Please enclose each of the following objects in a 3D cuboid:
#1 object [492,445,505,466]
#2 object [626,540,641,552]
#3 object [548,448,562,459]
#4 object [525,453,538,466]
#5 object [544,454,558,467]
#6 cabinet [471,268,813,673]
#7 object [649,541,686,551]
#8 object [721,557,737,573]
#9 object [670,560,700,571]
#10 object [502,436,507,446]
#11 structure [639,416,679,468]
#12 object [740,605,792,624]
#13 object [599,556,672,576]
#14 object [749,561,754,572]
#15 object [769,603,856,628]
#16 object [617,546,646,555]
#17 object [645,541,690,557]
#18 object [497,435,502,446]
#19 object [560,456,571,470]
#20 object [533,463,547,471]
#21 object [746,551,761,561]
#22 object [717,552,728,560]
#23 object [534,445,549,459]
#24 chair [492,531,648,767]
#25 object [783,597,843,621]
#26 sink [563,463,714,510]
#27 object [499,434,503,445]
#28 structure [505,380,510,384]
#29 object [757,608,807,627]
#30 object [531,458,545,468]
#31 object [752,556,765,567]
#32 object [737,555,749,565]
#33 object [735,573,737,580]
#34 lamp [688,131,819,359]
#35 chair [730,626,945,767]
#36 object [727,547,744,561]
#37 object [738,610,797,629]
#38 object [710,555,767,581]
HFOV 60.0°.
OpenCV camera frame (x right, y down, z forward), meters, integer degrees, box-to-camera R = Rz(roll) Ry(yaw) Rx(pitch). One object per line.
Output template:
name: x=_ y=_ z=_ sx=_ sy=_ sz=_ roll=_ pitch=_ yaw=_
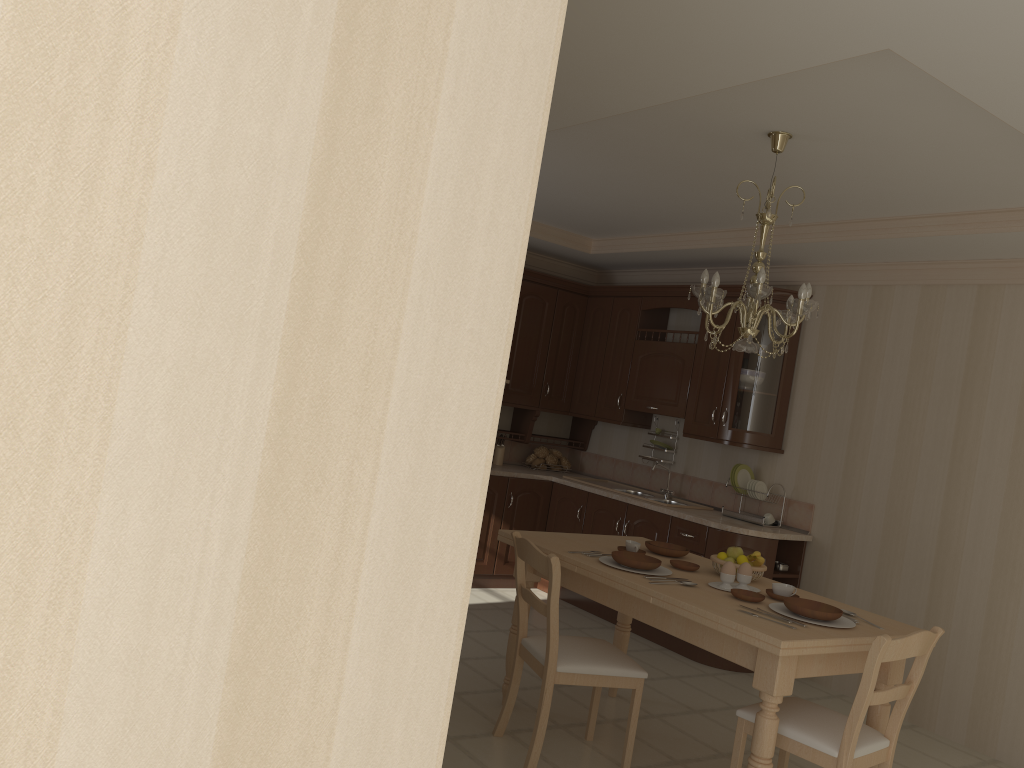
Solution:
object: x=-0.098 y=0.541 z=6.781 sx=0.078 sy=0.148 sz=0.151 roll=9 pitch=-1 yaw=2
object: x=0.527 y=0.721 z=3.876 sx=0.063 sy=0.055 sz=0.119 roll=9 pitch=-1 yaw=-6
object: x=0.334 y=0.553 z=7.034 sx=0.112 sy=0.078 sz=0.125 roll=10 pitch=-1 yaw=-41
object: x=0.155 y=0.593 z=6.947 sx=0.092 sy=0.109 sz=0.123 roll=9 pitch=-1 yaw=22
object: x=0.307 y=0.597 z=6.941 sx=0.110 sy=0.102 sz=0.115 roll=9 pitch=-1 yaw=-6
cabinet: x=-0.118 y=0.275 z=5.438 sx=3.226 sy=2.313 sz=2.436 roll=10 pitch=-1 yaw=-35
object: x=0.710 y=0.758 z=4.063 sx=0.168 sy=0.034 sz=0.168 roll=10 pitch=-1 yaw=-24
object: x=0.914 y=0.764 z=3.716 sx=0.072 sy=0.076 sz=0.074 roll=9 pitch=-1 yaw=30
object: x=0.728 y=0.770 z=3.743 sx=0.127 sy=0.026 sz=0.126 roll=9 pitch=-1 yaw=20
object: x=-0.073 y=0.488 z=6.785 sx=0.027 sy=0.198 sz=0.053 roll=9 pitch=-1 yaw=39
structure: x=1.066 y=0.418 z=6.432 sx=0.131 sy=0.361 sz=0.256 roll=10 pitch=-1 yaw=-35
object: x=0.876 y=0.797 z=3.079 sx=0.018 sy=0.008 sz=0.212 roll=10 pitch=-1 yaw=-41
object: x=0.498 y=0.739 z=3.587 sx=0.299 sy=0.009 sz=0.299 roll=10 pitch=-1 yaw=-37
object: x=0.982 y=0.776 z=3.745 sx=0.076 sy=0.065 sz=0.077 roll=9 pitch=-1 yaw=31
object: x=1.070 y=0.829 z=3.169 sx=0.299 sy=0.009 sz=0.299 roll=9 pitch=-1 yaw=34
object: x=0.522 y=0.737 z=3.882 sx=0.126 sy=0.026 sz=0.127 roll=9 pitch=-1 yaw=-8
object: x=0.708 y=0.762 z=4.063 sx=0.204 sy=0.042 sz=0.204 roll=9 pitch=-1 yaw=4
object: x=-0.109 y=0.487 z=6.775 sx=0.027 sy=0.198 sz=0.053 roll=9 pitch=-1 yaw=39
object: x=0.421 y=0.629 z=7.023 sx=0.097 sy=0.106 sz=0.117 roll=9 pitch=-1 yaw=10
object: x=0.220 y=0.641 z=6.938 sx=0.119 sy=0.058 sz=0.114 roll=9 pitch=-1 yaw=20
object: x=1.008 y=0.739 z=3.744 sx=0.066 sy=0.085 sz=0.184 roll=9 pitch=-1 yaw=3
object: x=0.895 y=0.738 z=3.768 sx=0.045 sy=0.047 sz=0.055 roll=9 pitch=-1 yaw=-3
object: x=0.231 y=0.533 z=6.939 sx=0.118 sy=0.105 sz=0.100 roll=10 pitch=-1 yaw=-40
chair: x=0.225 y=1.057 z=3.511 sx=0.517 sy=0.846 sz=0.462 roll=10 pitch=-1 yaw=-18
object: x=1.072 y=0.811 z=3.168 sx=0.204 sy=0.042 sz=0.204 roll=9 pitch=-1 yaw=25
sink: x=0.871 y=0.702 z=6.241 sx=0.448 sy=0.348 sz=1.077 roll=10 pitch=-1 yaw=-35
object: x=-0.100 y=0.478 z=6.804 sx=0.027 sy=0.191 sz=0.052 roll=9 pitch=-1 yaw=10
structure: x=-0.396 y=-0.411 z=6.355 sx=0.753 sy=0.845 sz=0.455 roll=10 pitch=-1 yaw=-35
object: x=0.930 y=0.806 z=3.071 sx=0.022 sy=0.008 sz=0.218 roll=10 pitch=-1 yaw=-33
object: x=0.203 y=0.618 z=6.897 sx=0.104 sy=0.092 sz=0.114 roll=9 pitch=-1 yaw=12
object: x=1.020 y=0.759 z=3.731 sx=0.064 sy=0.094 sz=0.176 roll=9 pitch=-1 yaw=2
object: x=0.962 y=0.739 z=3.696 sx=0.051 sy=0.053 sz=0.045 roll=9 pitch=-1 yaw=43
object: x=0.949 y=0.814 z=3.751 sx=0.128 sy=0.011 sz=0.128 roll=9 pitch=-1 yaw=6
lamp: x=1.021 y=-0.609 z=3.591 sx=0.502 sy=0.982 sz=0.501 roll=9 pitch=-1 yaw=25
chair: x=1.109 y=1.198 z=3.087 sx=0.462 sy=0.846 sz=0.517 roll=10 pitch=-1 yaw=-42
object: x=0.944 y=0.719 z=3.755 sx=0.068 sy=0.061 sz=0.069 roll=10 pitch=-1 yaw=-19
object: x=0.862 y=0.796 z=3.005 sx=0.218 sy=0.004 sz=0.028 roll=9 pitch=-1 yaw=45
object: x=0.954 y=0.783 z=3.751 sx=0.235 sy=0.068 sz=0.235 roll=9 pitch=-1 yaw=12
